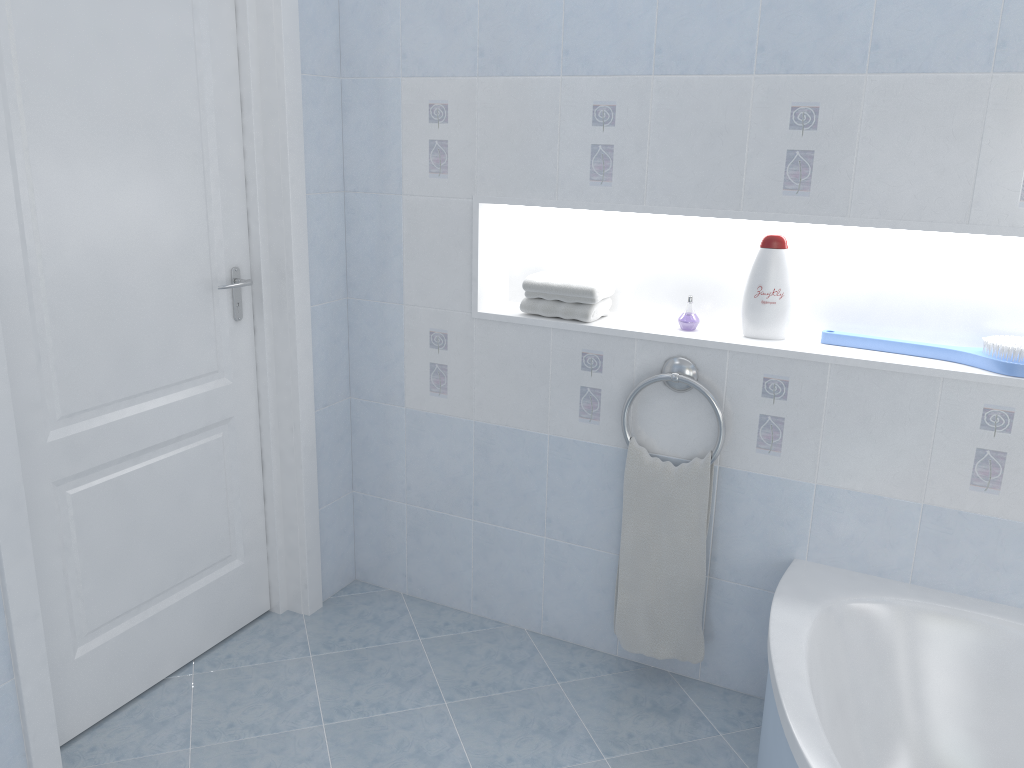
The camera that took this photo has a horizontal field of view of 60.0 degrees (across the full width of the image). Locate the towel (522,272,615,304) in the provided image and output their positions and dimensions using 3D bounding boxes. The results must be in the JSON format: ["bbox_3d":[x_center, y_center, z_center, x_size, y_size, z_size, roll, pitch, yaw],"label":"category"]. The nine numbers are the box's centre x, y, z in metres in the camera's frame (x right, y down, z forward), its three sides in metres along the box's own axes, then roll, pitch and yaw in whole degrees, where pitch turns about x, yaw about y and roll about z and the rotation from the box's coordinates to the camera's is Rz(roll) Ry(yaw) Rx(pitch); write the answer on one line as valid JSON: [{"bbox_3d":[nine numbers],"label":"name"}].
[{"bbox_3d":[0.167,-0.280,2.576,0.232,0.062,0.163,10,18,28],"label":"towel"}]

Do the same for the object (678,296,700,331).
[{"bbox_3d":[0.487,-0.195,2.433,0.059,0.094,0.059,7,17,20],"label":"object"}]

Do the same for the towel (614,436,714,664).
[{"bbox_3d":[0.421,0.470,2.469,0.280,0.634,0.101,8,17,23],"label":"towel"}]

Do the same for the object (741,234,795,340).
[{"bbox_3d":[0.677,-0.254,2.331,0.134,0.276,0.063,5,16,14],"label":"object"}]

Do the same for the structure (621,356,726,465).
[{"bbox_3d":[0.438,0.090,2.395,0.291,0.332,0.051,9,18,26],"label":"structure"}]

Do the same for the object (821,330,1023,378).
[{"bbox_3d":[1.059,-0.103,2.204,0.534,0.065,0.172,15,21,39],"label":"object"}]

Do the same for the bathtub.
[{"bbox_3d":[1.096,0.882,1.406,1.578,0.670,1.596,9,18,26],"label":"bathtub"}]

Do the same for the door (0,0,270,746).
[{"bbox_3d":[-0.940,-0.139,2.270,0.098,2.011,0.823,9,18,26],"label":"door"}]

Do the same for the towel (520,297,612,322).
[{"bbox_3d":[0.156,-0.232,2.594,0.232,0.060,0.162,10,18,28],"label":"towel"}]
